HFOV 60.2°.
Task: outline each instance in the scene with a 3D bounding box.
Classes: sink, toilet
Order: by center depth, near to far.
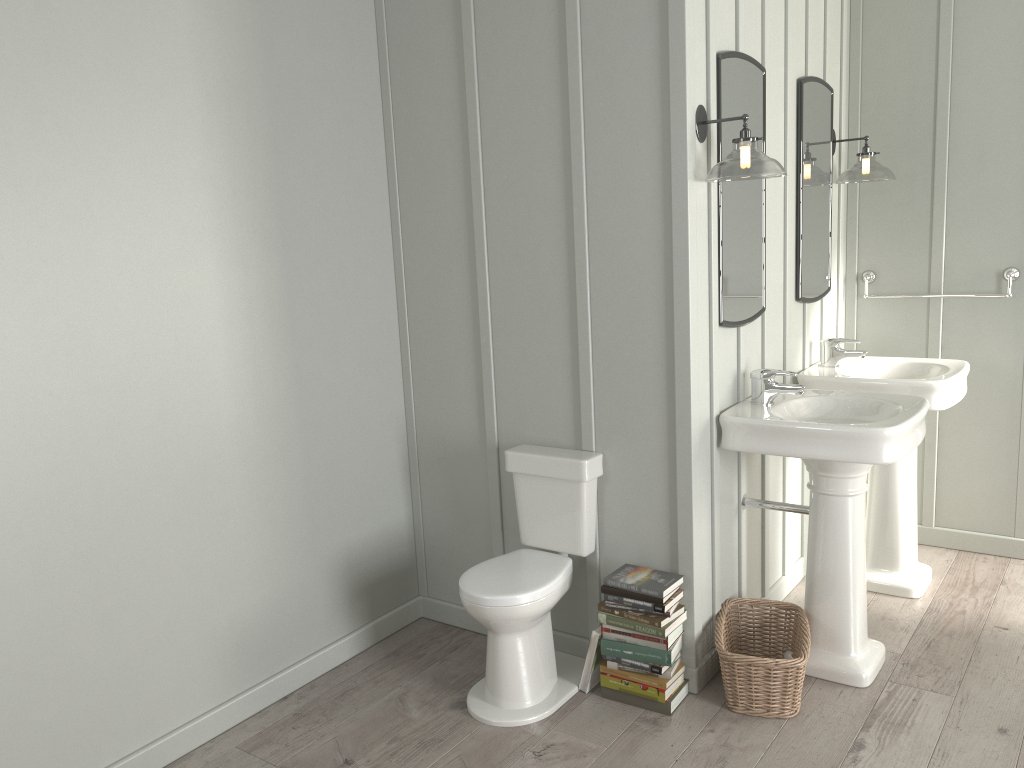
[{"bbox_3d":[0.049,0.648,2.924,0.343,0.789,0.506,5,13,36],"label":"toilet"},{"bbox_3d":[1.050,0.458,2.970,0.586,1.015,0.549,4,13,36],"label":"sink"},{"bbox_3d":[1.505,0.320,3.592,0.586,1.015,0.549,4,13,36],"label":"sink"}]

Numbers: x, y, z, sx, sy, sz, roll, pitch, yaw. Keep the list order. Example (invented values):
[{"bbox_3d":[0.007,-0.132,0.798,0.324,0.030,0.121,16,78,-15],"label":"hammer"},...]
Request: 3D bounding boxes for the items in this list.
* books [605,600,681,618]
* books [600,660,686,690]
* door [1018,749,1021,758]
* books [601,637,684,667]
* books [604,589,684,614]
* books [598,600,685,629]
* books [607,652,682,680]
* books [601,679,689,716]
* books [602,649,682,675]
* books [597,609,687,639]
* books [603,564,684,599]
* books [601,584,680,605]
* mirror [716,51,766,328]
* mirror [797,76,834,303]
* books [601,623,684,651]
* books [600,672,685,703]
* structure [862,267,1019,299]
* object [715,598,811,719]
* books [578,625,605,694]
[{"bbox_3d":[0.423,0.696,2.843,0.213,0.025,0.145,1,11,26],"label":"books"},{"bbox_3d":[0.426,0.925,2.882,0.240,0.024,0.143,4,12,36],"label":"books"},{"bbox_3d":[1.153,0.043,1.864,4.405,2.201,7.503,4,12,36],"label":"door"},{"bbox_3d":[0.423,0.840,2.868,0.235,0.053,0.154,1,11,27],"label":"books"},{"bbox_3d":[0.422,0.675,2.825,0.214,0.024,0.144,3,12,36],"label":"books"},{"bbox_3d":[0.415,0.721,2.844,0.240,0.024,0.143,5,13,42],"label":"books"},{"bbox_3d":[0.433,0.900,2.882,0.213,0.025,0.145,1,11,27],"label":"books"},{"bbox_3d":[0.437,1.000,2.901,0.247,0.049,0.158,3,12,34],"label":"books"},{"bbox_3d":[0.422,0.878,2.871,0.214,0.024,0.144,4,12,36],"label":"books"},{"bbox_3d":[0.419,0.748,2.848,0.243,0.032,0.164,4,12,36],"label":"books"},{"bbox_3d":[0.420,0.626,2.816,0.214,0.024,0.144,4,12,38],"label":"books"},{"bbox_3d":[0.412,0.649,2.828,0.214,0.024,0.144,3,12,33],"label":"books"},{"bbox_3d":[0.764,-0.632,2.926,0.015,0.886,0.409,5,13,35],"label":"mirror"},{"bbox_3d":[1.222,-0.771,3.552,0.015,0.886,0.409,5,13,35],"label":"mirror"},{"bbox_3d":[0.423,0.787,2.862,0.230,0.052,0.150,2,12,31],"label":"books"},{"bbox_3d":[0.426,0.958,2.886,0.230,0.042,0.156,3,12,34],"label":"books"},{"bbox_3d":[1.821,-0.430,3.799,0.622,0.123,0.053,4,12,37],"label":"structure"},{"bbox_3d":[0.816,0.893,2.886,0.298,0.221,0.454,0,11,17],"label":"object"},{"bbox_3d":[0.300,0.907,2.974,0.094,0.236,0.164,5,13,36],"label":"books"}]
